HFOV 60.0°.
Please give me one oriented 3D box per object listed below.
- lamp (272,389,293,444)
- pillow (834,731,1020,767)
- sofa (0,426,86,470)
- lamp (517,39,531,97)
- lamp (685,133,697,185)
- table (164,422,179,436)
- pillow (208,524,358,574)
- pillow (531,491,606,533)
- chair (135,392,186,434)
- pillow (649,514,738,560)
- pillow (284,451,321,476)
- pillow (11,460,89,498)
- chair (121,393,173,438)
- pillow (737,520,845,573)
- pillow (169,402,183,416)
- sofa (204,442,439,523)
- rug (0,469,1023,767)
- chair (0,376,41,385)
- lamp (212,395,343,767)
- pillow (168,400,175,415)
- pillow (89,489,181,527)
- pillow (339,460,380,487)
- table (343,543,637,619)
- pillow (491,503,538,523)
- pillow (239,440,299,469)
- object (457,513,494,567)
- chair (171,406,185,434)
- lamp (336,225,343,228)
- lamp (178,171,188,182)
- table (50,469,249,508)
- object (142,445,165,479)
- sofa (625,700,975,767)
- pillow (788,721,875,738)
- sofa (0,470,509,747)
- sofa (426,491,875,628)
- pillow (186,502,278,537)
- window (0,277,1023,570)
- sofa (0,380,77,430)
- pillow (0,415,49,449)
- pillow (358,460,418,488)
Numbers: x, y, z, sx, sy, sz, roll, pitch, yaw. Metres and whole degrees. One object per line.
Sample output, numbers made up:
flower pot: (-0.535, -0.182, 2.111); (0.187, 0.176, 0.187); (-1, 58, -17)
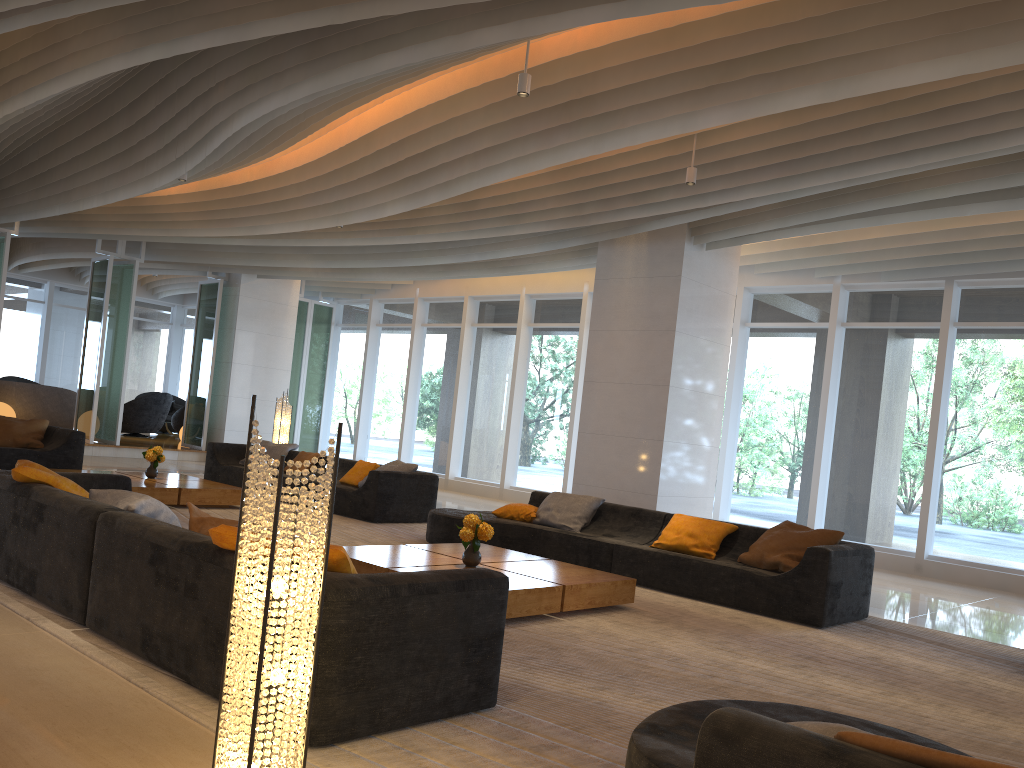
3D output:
lamp: (-3.459, 0.785, 13.276); (0.245, 1.450, 0.255); (6, 0, 43)
pillow: (1.038, 0.931, 1.881); (0.593, 0.391, 0.405); (4, -3, 45)
sofa: (-5.195, 0.762, 9.085); (4.987, 0.653, 2.884); (3, -4, 43)
lamp: (0.157, -2.752, 6.150); (0.088, 1.505, 0.090); (6, 0, 16)
lamp: (1.648, -2.504, 7.785); (0.087, 1.505, 0.091); (6, 0, 34)
table: (-7.812, 1.114, 21.297); (1.102, 0.318, 0.802); (9, -4, -41)
pillow: (-0.839, 0.785, 3.623); (0.630, 0.377, 0.555); (5, -2, 20)
pillow: (0.509, 1.253, 8.521); (0.651, 0.416, 0.471); (4, -3, 43)
chair: (-8.572, 0.720, 21.939); (1.547, 1.005, 1.115); (8, -2, -35)
pillow: (1.536, 1.332, 7.585); (0.624, 0.394, 0.459); (4, -3, 42)
pillow: (-2.742, 1.032, 11.588); (0.399, 0.312, 0.328); (5, -2, 40)
pillow: (-2.708, 0.673, 5.329); (0.556, 0.377, 0.629); (7, -2, -25)
chair: (-8.004, 0.628, 19.047); (1.125, 1.005, 1.535); (6, -2, 16)
pillow: (2.217, 1.301, 7.084); (0.556, 0.377, 0.629); (7, -2, -25)
pillow: (-8.296, 0.670, 22.186); (0.510, 0.408, 0.458); (7, -2, -20)
sofa: (-2.517, 1.200, 11.202); (3.702, 0.582, 0.961); (3, -3, 42)
rug: (-0.501, 1.462, 6.415); (15.897, 0.022, 5.628); (3, -4, 42)
chair: (-10.186, 0.380, 18.836); (1.119, 1.005, 1.543); (5, -2, 25)
lamp: (-0.650, 0.638, 2.436); (0.245, 1.197, 0.255); (6, 0, 43)
pillow: (-8.709, 0.576, 22.132); (0.618, 0.422, 0.364); (8, -2, -44)
pillow: (-2.013, 0.779, 4.790); (0.575, 0.377, 0.429); (4, -3, 45)
pillow: (-1.855, 1.085, 10.777); (0.399, 0.312, 0.328); (4, -2, 45)
table: (-0.256, 1.363, 6.201); (1.569, 0.220, 1.634); (3, -4, 42)
pillow: (0.054, 1.273, 8.786); (0.446, 0.192, 0.590); (6, -3, 8)
pillow: (-3.338, 0.969, 12.157); (0.630, 0.377, 0.555); (5, -2, 20)
object: (-0.257, 1.053, 6.019); (0.240, 0.377, 0.261); (7, -1, -25)
chair: (-7.102, 0.807, 20.579); (1.549, 1.005, 1.113); (8, -3, -45)
lamp: (-2.101, -2.728, 11.195); (0.089, 1.505, 0.089); (6, 0, -2)
lamp: (-3.507, -2.963, 9.649); (0.089, 1.505, 0.089); (6, 0, -2)
table: (-3.988, 1.140, 9.609); (1.569, 0.220, 1.634); (3, -4, 42)
object: (-3.967, 0.853, 9.811); (0.239, 0.377, 0.263); (6, -1, -15)
sofa: (1.237, 1.127, 2.141); (2.208, 0.576, 1.383); (4, -4, 42)
pillow: (0.908, 0.974, 2.241); (0.475, 0.246, 0.425); (7, -2, -12)
sofa: (-1.702, 0.935, 4.578); (3.702, 0.582, 0.961); (3, -3, 42)
sofa: (0.927, 1.394, 7.824); (4.061, 0.582, 1.380); (4, -4, 41)
pillow: (-1.257, 0.786, 4.102); (0.589, 0.409, 0.453); (4, -3, 44)
window: (1.119, 0.026, 10.931); (54.175, 3.219, 22.287); (6, -3, 7)
sofa: (-9.280, 0.436, 17.060); (2.559, 0.901, 1.112); (6, -2, 2)
pillow: (-6.214, 0.604, 11.158); (0.649, 0.377, 0.539); (7, -2, -26)
pillow: (-1.469, 1.081, 10.450); (0.556, 0.377, 0.629); (7, -2, -25)
